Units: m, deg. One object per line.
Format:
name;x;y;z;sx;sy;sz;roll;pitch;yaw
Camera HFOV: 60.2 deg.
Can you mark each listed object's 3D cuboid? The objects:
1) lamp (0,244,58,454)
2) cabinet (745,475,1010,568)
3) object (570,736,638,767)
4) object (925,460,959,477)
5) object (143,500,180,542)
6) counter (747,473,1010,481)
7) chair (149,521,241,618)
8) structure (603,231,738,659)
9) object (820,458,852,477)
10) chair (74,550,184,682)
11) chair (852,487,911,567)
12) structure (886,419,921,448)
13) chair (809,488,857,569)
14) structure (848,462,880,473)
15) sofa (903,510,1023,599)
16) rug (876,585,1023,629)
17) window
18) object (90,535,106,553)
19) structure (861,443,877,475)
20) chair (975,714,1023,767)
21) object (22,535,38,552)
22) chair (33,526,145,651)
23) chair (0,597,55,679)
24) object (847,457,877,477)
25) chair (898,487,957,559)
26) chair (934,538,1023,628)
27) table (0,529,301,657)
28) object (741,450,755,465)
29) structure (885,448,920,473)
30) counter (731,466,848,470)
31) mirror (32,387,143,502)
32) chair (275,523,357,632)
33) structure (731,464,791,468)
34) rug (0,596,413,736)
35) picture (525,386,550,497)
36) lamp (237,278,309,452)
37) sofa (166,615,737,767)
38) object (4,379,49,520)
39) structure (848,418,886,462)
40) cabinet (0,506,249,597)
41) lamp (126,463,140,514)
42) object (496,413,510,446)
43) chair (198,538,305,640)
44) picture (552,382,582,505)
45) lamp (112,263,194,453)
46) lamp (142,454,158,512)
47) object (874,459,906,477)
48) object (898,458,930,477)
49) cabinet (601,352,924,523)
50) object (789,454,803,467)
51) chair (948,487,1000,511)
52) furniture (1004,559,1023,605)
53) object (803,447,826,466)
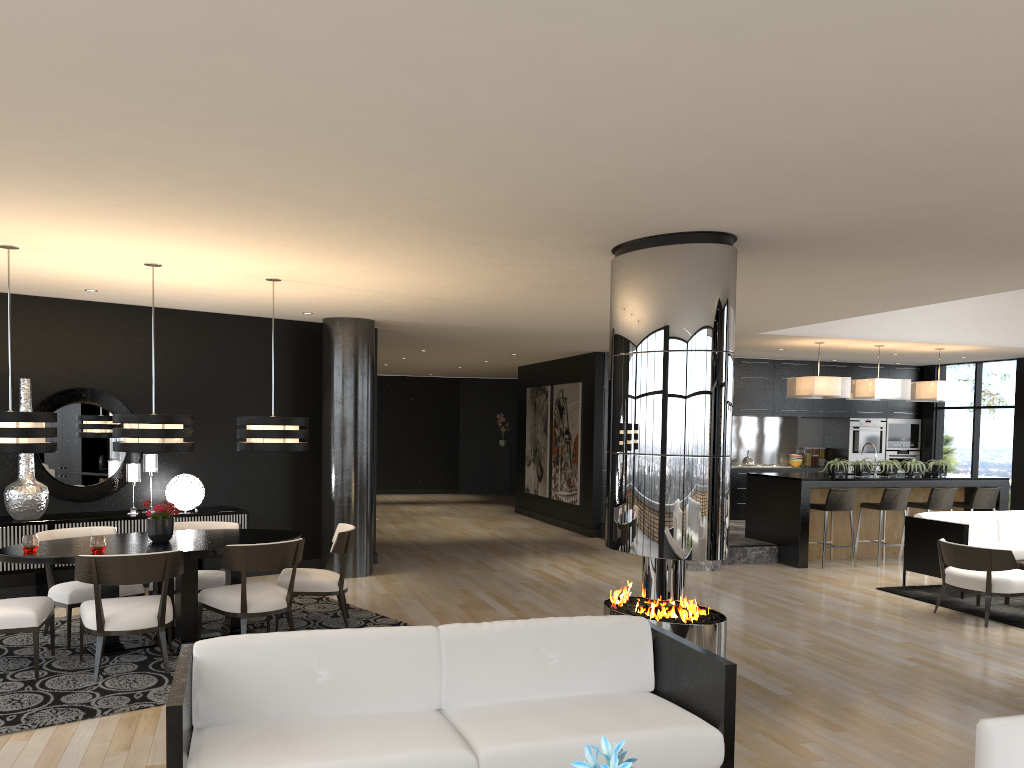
lamp;-3.236;-0.223;5.689;0.535;1.332;0.534;-1;3;-40
cabinet;4.717;1.734;11.453;3.115;1.040;1.178;2;0;-17
object;0.187;1.071;1.899;0.356;0.633;0.369;1;1;2
object;5.509;1.084;11.405;0.397;0.217;0.406;1;-1;8
object;-2.515;0.982;6.335;0.237;0.299;0.228;0;1;-37
counter;4.725;1.197;11.427;3.115;0.032;1.179;2;-3;-17
chair;-2.519;1.531;7.061;0.643;0.808;0.615;1;1;-11
structure;0.939;0.540;5.370;0.586;2.750;0.889;-1;3;-29
object;3.976;1.026;10.918;0.406;0.239;0.397;1;-1;8
chair;-2.501;1.471;5.756;0.643;0.808;0.615;1;1;-30
chair;4.606;1.747;10.939;0.476;0.966;0.517;0;2;-17
structure;6.465;0.814;14.574;0.676;0.475;0.026;1;3;-17
chair;3.855;1.725;10.705;0.476;0.966;0.517;0;2;-17
structure;5.770;1.635;14.413;0.701;0.709;0.085;1;3;-17
sofa;5.249;1.758;9.263;2.032;0.806;0.837;2;0;-17
rug;5.592;2.120;8.410;3.034;0.011;2.480;2;-3;-16
window;2.733;-0.430;6.032;15.896;4.795;10.116;2;-2;-31
object;-2.707;1.048;5.771;0.095;0.106;0.095;1;0;-29
structure;4.636;1.282;11.711;2.777;1.022;0.654;2;1;-18
chair;1.978;1.364;2.444;0.855;0.857;1.000;1;0;-17
object;-3.142;1.040;5.755;0.095;0.106;0.095;1;0;16
chair;-3.159;1.499;6.583;0.615;0.808;0.642;2;1;36
chair;-3.336;1.454;5.688;0.616;0.808;0.641;1;1;-19
object;4.375;1.037;11.016;0.397;0.239;0.406;1;-1;8
chair;5.274;1.768;11.147;0.476;0.966;0.517;0;2;-17
chair;4.177;1.738;7.795;0.684;0.676;0.804;1;0;-17
table;-2.528;1.517;6.379;2.107;0.771;1.207;2;-2;-38
object;3.752;1.169;14.027;0.221;0.230;0.220;1;0;-25
structure;6.458;1.279;14.598;0.678;0.446;0.070;1;2;-17
counter;3.960;1.351;14.203;2.862;0.034;0.730;2;-3;-17
mirror;-3.988;0.565;8.210;1.076;1.080;0.025;1;2;-39
chair;-1.560;1.548;7.087;0.616;0.808;0.641;1;1;-11
structure;3.965;1.327;14.183;0.900;0.067;0.520;2;-3;-17
rug;-2.592;1.895;6.368;3.724;0.011;2.714;3;-3;-40
picture;0.460;0.992;15.353;0.077;1.878;1.152;0;2;-17
lamp;-1.847;-0.148;6.829;0.535;1.332;0.534;-1;3;-40
sofa;-0.233;1.401;3.450;2.032;0.806;0.837;2;0;-17
object;-4.181;0.561;7.597;0.343;1.212;0.342;-1;3;-31
structure;5.781;0.912;14.377;0.701;0.709;0.085;1;3;-17
cabinet;-3.633;1.585;8.194;2.238;0.768;0.609;3;-1;-39
lamp;-3.528;0.973;8.225;0.125;0.466;0.131;0;3;-17
object;-0.205;1.062;20.649;0.338;0.789;0.228;1;2;12
chair;-1.855;1.508;6.331;0.615;0.808;0.642;2;1;43
picture;0.877;0.937;14.012;0.077;1.878;1.152;0;2;-17
lamp;-2.542;-0.186;6.259;0.535;1.332;0.534;-1;3;-40
lamp;-3.430;0.940;8.380;0.132;0.552;0.124;1;3;13
object;4.797;1.060;11.122;0.406;0.217;0.397;1;-1;8
object;5.156;1.060;11.235;0.406;0.239;0.397;1;-1;8
cabinet;3.975;0.894;14.157;5.729;2.533;0.726;1;2;-17
object;4.707;1.268;14.640;0.205;0.206;0.185;1;0;-16
chair;5.918;1.787;11.347;0.476;0.966;0.517;0;2;-17
furniture;5.189;1.863;8.090;0.828;0.484;0.827;1;-1;-17
object;5.059;1.220;14.772;0.365;0.316;0.113;1;2;-17
